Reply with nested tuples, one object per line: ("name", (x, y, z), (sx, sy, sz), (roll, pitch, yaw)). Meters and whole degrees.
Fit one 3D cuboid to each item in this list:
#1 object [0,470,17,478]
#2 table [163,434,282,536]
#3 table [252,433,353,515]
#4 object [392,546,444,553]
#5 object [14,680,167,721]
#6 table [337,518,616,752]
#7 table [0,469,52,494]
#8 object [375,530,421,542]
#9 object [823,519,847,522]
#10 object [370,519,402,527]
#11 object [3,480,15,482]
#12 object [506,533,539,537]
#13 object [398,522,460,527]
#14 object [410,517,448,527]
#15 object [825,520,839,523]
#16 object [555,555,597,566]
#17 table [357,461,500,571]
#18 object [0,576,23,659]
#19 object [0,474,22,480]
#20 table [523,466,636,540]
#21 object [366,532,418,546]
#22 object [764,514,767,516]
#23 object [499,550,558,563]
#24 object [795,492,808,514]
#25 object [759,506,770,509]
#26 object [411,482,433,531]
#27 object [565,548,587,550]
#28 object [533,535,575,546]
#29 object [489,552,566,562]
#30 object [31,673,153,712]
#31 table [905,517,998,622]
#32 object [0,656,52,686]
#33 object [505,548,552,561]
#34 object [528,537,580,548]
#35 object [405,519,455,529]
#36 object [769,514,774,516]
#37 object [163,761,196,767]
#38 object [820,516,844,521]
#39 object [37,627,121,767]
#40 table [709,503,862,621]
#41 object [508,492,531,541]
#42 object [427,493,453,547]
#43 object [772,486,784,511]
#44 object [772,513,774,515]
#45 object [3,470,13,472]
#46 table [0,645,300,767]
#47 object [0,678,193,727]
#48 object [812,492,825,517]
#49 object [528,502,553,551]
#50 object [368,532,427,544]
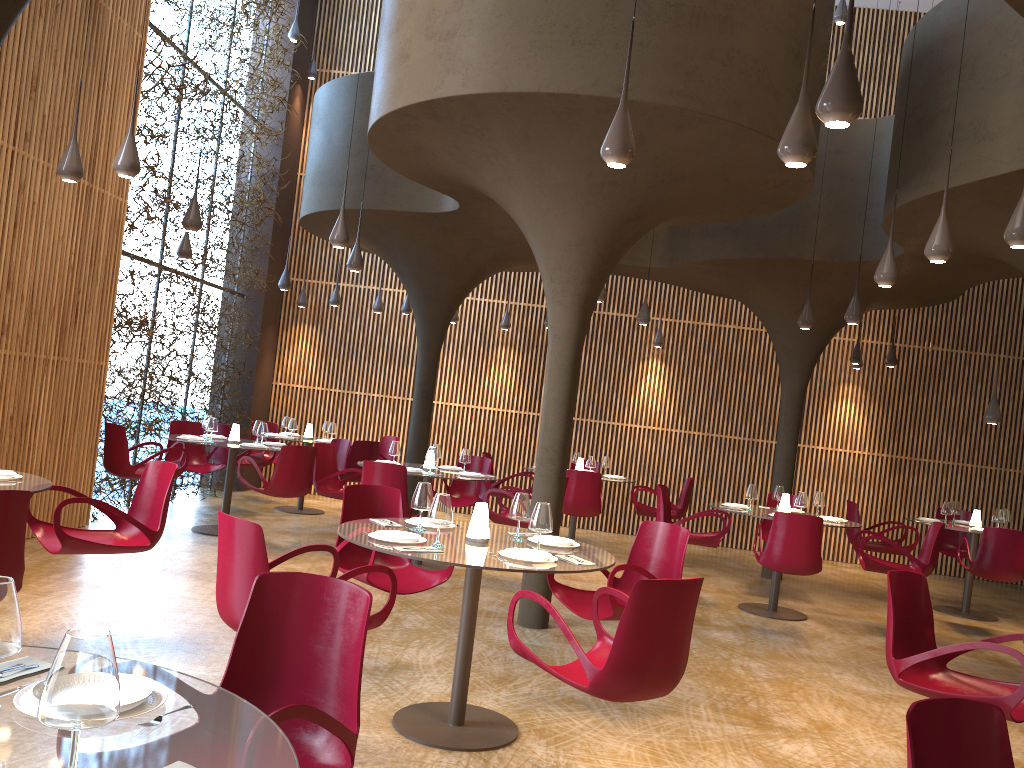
("object", (-3.290, 0.573, 5.618), (0.263, 0.029, 0.263), (6, -2, 23))
("table", (-3.556, 1.294, 11.125), (1.675, 1.130, 1.670), (8, -2, -43))
("table", (-3.233, 1.411, 13.762), (1.675, 1.130, 1.670), (8, -2, -43))
("object", (-0.505, 0.894, 4.775), (0.262, 0.017, 0.126), (8, -2, -32))
("object", (-0.996, 0.749, 2.107), (0.332, 0.014, 0.332), (7, -2, -4))
("table", (-0.275, 1.510, 5.355), (1.674, 1.130, 1.670), (7, -1, -32))
("table", (-3.733, 1.098, 5.263), (1.675, 1.130, 1.670), (8, -2, -40))
("object", (-0.649, 0.868, 5.039), (0.263, 0.029, 0.263), (7, -2, -23))
("object", (3.588, 1.524, 9.949), (0.331, 0.014, 0.332), (5, -2, 38))
("object", (-0.800, 0.884, 5.634), (0.126, 0.017, 0.261), (8, -2, -31))
("object", (-3.288, 0.584, 5.615), (0.205, 0.012, 0.410), (8, -2, -39))
("object", (0.097, 0.997, 5.848), (0.262, 0.017, 0.126), (8, -2, -37))
("object", (-0.530, 0.915, 5.777), (0.411, 0.012, 0.204), (8, -2, -35))
("object", (-0.532, 0.903, 5.774), (0.263, 0.029, 0.263), (7, -2, -24))
("object", (3.587, 1.525, 9.944), (0.204, 0.012, 0.411), (6, -2, 21))
("object", (0.364, 1.005, 5.056), (0.126, 0.017, 0.261), (8, -2, -27))
("table", (-1.041, 1.570, 10.393), (1.670, 1.130, 1.674), (6, -1, 24))
("object", (-1.182, 0.586, 1.993), (0.142, 0.295, 0.142), (7, 0, -5))
("object", (-3.292, 0.582, 5.618), (0.331, 0.014, 0.332), (6, -2, 30))
("table", (0.920, 1.880, 13.042), (1.671, 1.130, 1.674), (6, -1, 14))
("object", (-0.654, 0.878, 5.042), (0.204, 0.012, 0.410), (8, -2, -37))
("object", (2.936, 1.437, 9.575), (0.410, 0.012, 0.204), (6, -2, 15))
("object", (0.089, 0.961, 4.935), (0.331, 0.014, 0.332), (6, -2, 25))
("object", (3.161, 1.328, 9.684), (0.142, 0.295, 0.142), (7, 0, -4))
("object", (3.038, 1.488, 10.676), (0.126, 0.017, 0.262), (6, -2, 16))
("object", (-0.563, 0.765, 5.546), (0.142, 0.295, 0.141), (7, -1, -43))
("object", (0.266, 1.003, 5.592), (0.205, 0.012, 0.410), (8, -2, -41))
("object", (0.264, 0.992, 5.595), (0.263, 0.029, 0.263), (8, -2, -40))
("object", (0.086, 0.962, 4.932), (0.411, 0.012, 0.204), (8, -2, -31))
("object", (-0.995, 0.739, 2.107), (0.263, 0.029, 0.263), (6, -2, 12))
("table", (5.956, 2.430, 11.524), (1.670, 1.130, 1.674), (6, -1, 25))
("object", (-1.277, 0.726, 2.219), (0.126, 0.017, 0.262), (6, -2, 18))
("object", (0.091, 0.952, 4.935), (0.263, 0.029, 0.263), (8, -2, -30))
("object", (0.263, 1.002, 5.595), (0.331, 0.014, 0.332), (6, -2, 28))
("object", (-0.533, 0.913, 5.774), (0.331, 0.014, 0.332), (6, -2, 21))
("object", (2.941, 1.437, 9.574), (0.332, 0.014, 0.332), (7, -2, -6))
("object", (-0.606, 0.791, 1.726), (0.261, 0.017, 0.126), (6, -2, 28))
("object", (3.589, 1.515, 9.949), (0.263, 0.029, 0.263), (6, -2, 12))
("object", (-0.823, 0.619, 1.686), (0.142, 0.295, 0.142), (7, 0, 15))
("table", (3.030, 2.042, 10.097), (1.670, 1.130, 1.674), (6, -1, 24))
("object", (0.048, 0.839, 5.619), (0.142, 0.295, 0.142), (7, 0, 19))
("object", (-0.406, 0.767, 4.999), (0.142, 0.295, 0.142), (7, 0, 0))
("object", (3.143, 1.349, 10.454), (0.141, 0.295, 0.142), (6, -1, 37))
("object", (2.942, 1.427, 9.574), (0.263, 0.029, 0.263), (6, -2, 23))
("object", (-3.449, 0.579, 5.876), (0.262, 0.017, 0.126), (8, -2, -35))
("table", (-1.311, 1.276, 1.638), (1.670, 1.130, 1.675), (6, -1, 27))
("object", (-0.992, 0.751, 2.107), (0.410, 0.012, 0.204), (6, -2, 14))
("object", (3.516, 1.384, 10.164), (0.142, 0.295, 0.142), (7, 0, -21))
("object", (0.166, 0.839, 5.160), (0.142, 0.295, 0.141), (7, -1, -39))
("object", (-0.650, 0.877, 5.039), (0.332, 0.014, 0.331), (8, -2, -32))
